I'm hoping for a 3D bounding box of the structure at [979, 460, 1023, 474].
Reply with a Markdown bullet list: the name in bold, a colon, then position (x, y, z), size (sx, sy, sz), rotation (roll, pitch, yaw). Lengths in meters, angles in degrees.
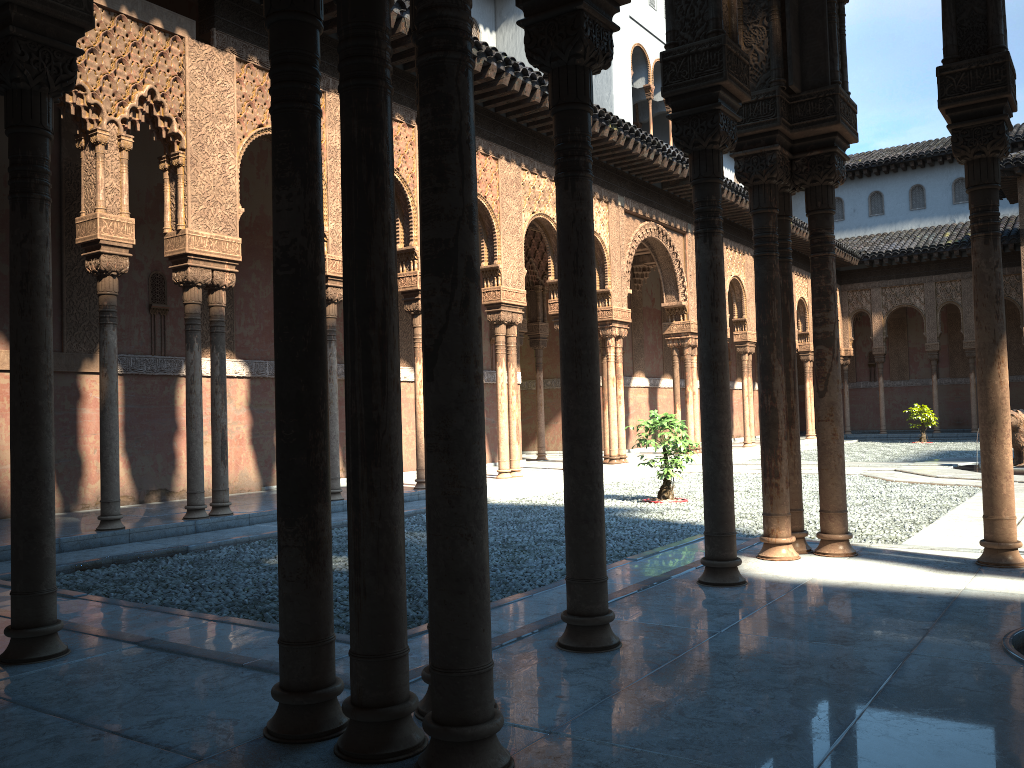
- **structure**: position (10.565, 0.577, 15.195), size (4.508, 1.991, 4.508), rotation (-3, -3, 34)
